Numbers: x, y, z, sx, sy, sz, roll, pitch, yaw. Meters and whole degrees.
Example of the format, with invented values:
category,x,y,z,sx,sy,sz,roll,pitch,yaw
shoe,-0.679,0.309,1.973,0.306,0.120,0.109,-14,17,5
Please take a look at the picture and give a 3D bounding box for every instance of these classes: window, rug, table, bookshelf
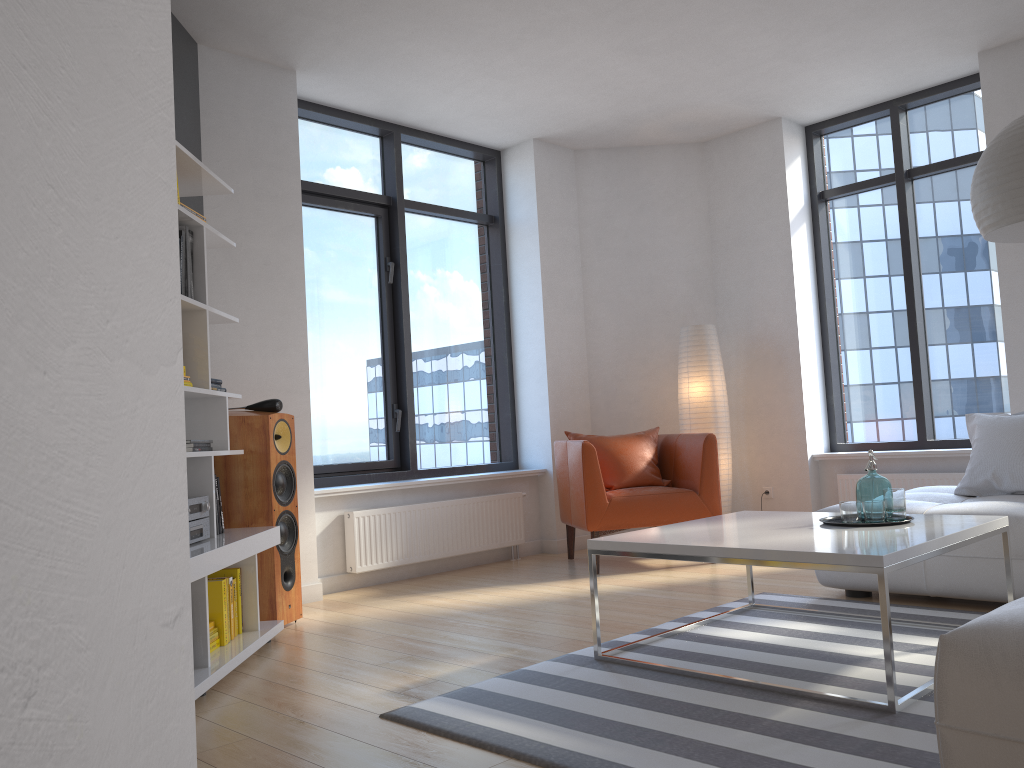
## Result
category,x,y,z,sx,sy,sz,roll,pitch,yaw
window,-0.772,-0.559,5.998,1.960,2.402,0.170,0,-5,-45
rug,0.988,0.953,2.970,2.326,0.016,1.662,0,-5,-45
window,2.741,-0.757,6.064,0.170,2.402,1.310,0,-5,-45
table,1.057,0.743,3.234,1.091,0.435,1.091,0,-5,-45
bookshelf,-1.320,0.038,2.541,0.455,2.052,3.000,-3,-4,0

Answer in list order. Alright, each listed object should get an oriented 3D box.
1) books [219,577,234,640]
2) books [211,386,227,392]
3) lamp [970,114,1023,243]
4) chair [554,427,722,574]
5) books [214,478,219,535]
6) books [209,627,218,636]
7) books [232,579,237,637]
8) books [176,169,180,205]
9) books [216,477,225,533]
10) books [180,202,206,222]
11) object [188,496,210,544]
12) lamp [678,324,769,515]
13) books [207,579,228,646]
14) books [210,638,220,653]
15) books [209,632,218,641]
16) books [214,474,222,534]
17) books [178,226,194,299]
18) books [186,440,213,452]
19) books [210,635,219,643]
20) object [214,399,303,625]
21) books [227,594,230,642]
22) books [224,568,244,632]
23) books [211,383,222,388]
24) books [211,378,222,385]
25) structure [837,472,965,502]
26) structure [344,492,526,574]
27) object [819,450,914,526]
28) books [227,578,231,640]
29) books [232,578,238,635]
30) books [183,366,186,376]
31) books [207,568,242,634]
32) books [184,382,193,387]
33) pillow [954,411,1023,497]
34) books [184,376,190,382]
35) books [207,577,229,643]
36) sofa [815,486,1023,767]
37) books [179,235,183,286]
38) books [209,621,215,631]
category,x,y,z,sx,sy,sz,roll,pitch,yaw
books,-1.237,0.923,3.629,0.185,0.250,0.035,-3,-4,0
books,-1.344,0.028,3.803,0.161,0.023,0.213,-4,-4,4
lamp,3.242,-0.473,3.357,3.199,2.647,0.710,-3,-4,-9
chair,0.769,0.710,5.731,0.896,0.858,0.843,-3,-4,-12
books,-1.324,0.518,3.721,0.169,0.242,0.050,-3,-4,0
books,-1.230,0.967,3.411,0.134,0.014,0.187,-3,-4,0
books,-1.235,0.934,3.682,0.172,0.234,0.024,-3,-4,0
books,-1.378,-0.773,3.461,0.141,0.184,0.064,-3,-4,1
books,-1.327,0.522,3.780,0.177,0.242,0.066,-3,-4,0
books,-1.422,-0.704,3.688,0.203,0.024,0.257,-3,-4,3
object,-1.335,0.532,3.409,0.270,0.174,0.285,-3,-4,0
lamp,1.581,0.346,6.179,0.804,1.550,0.502,-4,-4,6
books,-1.241,0.915,3.533,0.198,0.255,0.044,-3,-4,0
books,-1.227,1.018,3.406,0.147,0.033,0.190,-3,-4,0
books,-1.214,0.981,3.404,0.113,0.018,0.169,-3,-4,2
books,-1.335,0.515,3.750,0.193,0.255,0.066,-3,-4,0
books,-1.430,-0.473,3.594,0.259,0.321,0.128,-3,-4,0
books,-1.378,0.257,3.597,0.250,0.047,0.310,-3,-4,-4
books,-1.232,0.996,3.408,0.148,0.011,0.196,-3,-4,0
object,-1.283,0.625,4.273,0.434,1.088,0.290,-4,-4,15
books,-1.221,0.932,3.581,0.156,0.229,0.024,-3,-4,0
books,-1.253,0.923,3.765,0.213,0.270,0.025,-3,-4,0
books,-1.348,0.009,3.803,0.142,0.015,0.198,-3,-4,-1
books,-1.364,-0.009,3.807,0.161,0.023,0.213,-4,-4,4
structure,2.617,0.804,5.715,0.110,0.460,1.015,0,-5,-45
structure,-0.429,0.978,5.690,1.474,0.460,0.110,0,-5,-45
object,1.311,0.382,3.310,0.330,0.265,0.330,-2,-4,-21
books,-1.240,0.921,3.602,0.180,0.251,0.019,-3,-4,0
books,-1.238,0.936,3.709,0.172,0.234,0.024,-3,-4,0
books,-1.407,-0.052,3.440,0.189,0.042,0.243,-3,-4,0
books,-1.245,0.921,3.738,0.204,0.270,0.029,-3,-4,0
books,-1.390,0.006,3.438,0.194,0.028,0.257,-4,-4,5
pillow,2.566,0.264,3.525,0.580,0.456,2.156,-2,-4,-19
books,-1.400,-0.020,3.437,0.203,0.024,0.257,-3,-4,3
books,-1.243,0.915,3.563,0.199,0.263,0.015,-3,-4,0
sofa,1.982,0.535,2.954,3.424,0.732,2.614,0,-5,-45
books,-1.402,-0.456,3.496,0.197,0.260,0.066,-3,-4,0
books,-1.244,0.947,3.408,0.138,0.026,0.186,-3,-4,0
